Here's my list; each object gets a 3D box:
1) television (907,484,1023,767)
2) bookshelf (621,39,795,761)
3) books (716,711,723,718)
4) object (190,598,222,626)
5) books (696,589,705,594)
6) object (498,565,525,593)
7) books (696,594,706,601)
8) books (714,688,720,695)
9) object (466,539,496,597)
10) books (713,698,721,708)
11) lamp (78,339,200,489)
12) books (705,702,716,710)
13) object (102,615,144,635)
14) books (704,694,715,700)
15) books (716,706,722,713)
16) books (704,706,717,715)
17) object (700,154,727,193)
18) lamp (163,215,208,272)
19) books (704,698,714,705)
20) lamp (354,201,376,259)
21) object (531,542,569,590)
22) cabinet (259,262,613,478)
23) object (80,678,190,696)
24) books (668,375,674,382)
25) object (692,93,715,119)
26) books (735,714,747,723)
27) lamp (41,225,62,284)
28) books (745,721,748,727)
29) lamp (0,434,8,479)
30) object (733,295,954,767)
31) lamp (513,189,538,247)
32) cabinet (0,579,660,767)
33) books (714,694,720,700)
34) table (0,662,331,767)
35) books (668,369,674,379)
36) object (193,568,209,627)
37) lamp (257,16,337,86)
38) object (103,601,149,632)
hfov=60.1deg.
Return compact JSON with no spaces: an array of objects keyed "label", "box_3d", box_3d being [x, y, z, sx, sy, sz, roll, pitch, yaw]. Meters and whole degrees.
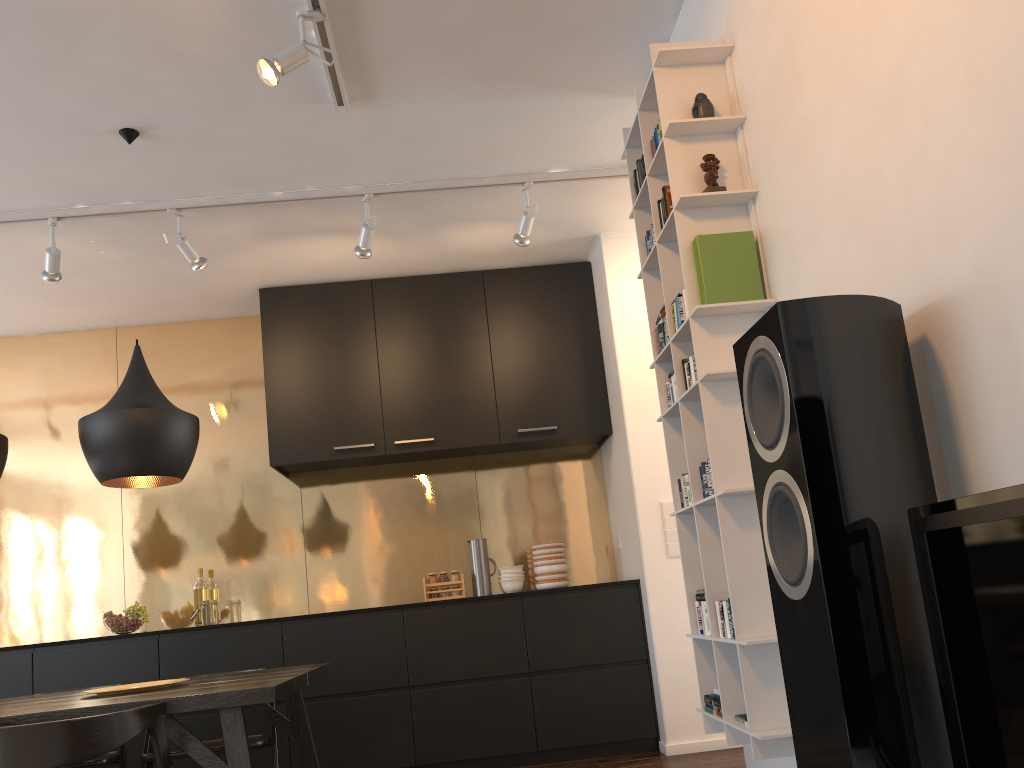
[{"label":"television","box_3d":[0.726,0.394,1.010,0.346,0.592,0.798,-9,-13,14]},{"label":"bookshelf","box_3d":[0.624,0.031,2.729,0.227,2.047,0.648,-5,-10,-4]},{"label":"books","box_3d":[0.655,0.980,2.627,0.069,0.016,0.109,-5,-14,-4]},{"label":"object","box_3d":[-1.731,1.293,5.004,0.176,0.149,0.089,0,-12,-26]},{"label":"books","box_3d":[0.643,0.652,2.797,0.093,0.012,0.113,-5,-14,-4]},{"label":"object","box_3d":[0.003,1.154,5.217,0.158,0.158,0.155,-11,-13,23]},{"label":"books","box_3d":[0.628,0.671,2.794,0.069,0.022,0.109,-5,-14,-4]},{"label":"books","box_3d":[0.647,0.914,2.630,0.069,0.013,0.093,-5,-14,-4]},{"label":"object","box_3d":[-0.175,1.096,5.275,0.164,0.335,0.116,-6,-10,-1]},{"label":"books","box_3d":[0.647,0.948,2.632,0.069,0.022,0.109,-5,-14,-4]},{"label":"lamp","box_3d":[-1.371,0.096,3.257,0.415,0.534,0.412,-17,-15,42]},{"label":"books","box_3d":[0.646,0.994,2.743,0.069,0.013,0.093,-5,-14,-4]},{"label":"object","box_3d":[-2.097,1.308,4.789,0.221,0.095,0.219,-18,-18,42]},{"label":"books","box_3d":[0.644,0.971,2.744,0.069,0.008,0.109,-5,-14,-4]},{"label":"books","box_3d":[0.651,0.964,2.622,0.069,0.013,0.093,-5,-14,-4]},{"label":"books","box_3d":[0.646,1.008,2.741,0.074,0.014,0.100,-5,-14,-4]},{"label":"object","box_3d":[0.578,-0.600,2.554,0.064,0.138,0.046,-4,-10,-13]},{"label":"lamp","box_3d":[-1.026,0.247,4.621,0.089,1.822,1.847,-12,-13,29]},{"label":"books","box_3d":[0.643,0.982,2.747,0.069,0.015,0.094,-5,-14,-4]},{"label":"lamp","box_3d":[-0.668,-0.729,4.138,0.085,0.236,0.254,0,-13,-33]},{"label":"object","box_3d":[0.227,1.078,5.219,0.198,0.261,0.200,0,-13,-29]},{"label":"cabinet","box_3d":[-0.456,-0.079,5.340,1.954,1.037,0.539,-5,-11,-4]},{"label":"object","box_3d":[-1.316,1.064,3.096,0.356,0.016,0.361,-6,-14,-1]},{"label":"books","box_3d":[0.573,-0.027,2.915,0.093,0.012,0.113,-5,-14,-4]},{"label":"object","box_3d":[0.559,-0.803,2.589,0.060,0.099,0.065,-1,-12,-27]},{"label":"books","box_3d":[0.693,0.946,2.506,0.093,0.012,0.113,-5,-14,-4]},{"label":"lamp","box_3d":[-2.086,-0.601,4.038,0.085,0.236,0.254,2,-14,-37]},{"label":"books","box_3d":[0.678,0.921,2.391,0.069,0.013,0.093,-5,-14,-4]},{"label":"lamp","box_3d":[-2.064,0.159,3.209,0.411,0.534,0.416,0,-13,-27]},{"label":"object","box_3d":[0.661,0.357,1.663,0.280,0.989,0.299,-5,-10,-4]},{"label":"lamp","box_3d":[0.079,-0.797,4.191,0.085,0.236,0.254,-1,-13,-28]},{"label":"cabinet","box_3d":[-1.797,1.796,4.839,5.060,0.889,0.743,-5,-11,-4]},{"label":"books","box_3d":[0.648,0.928,2.628,0.069,0.013,0.093,-5,-14,-4]},{"label":"table","box_3d":[-1.924,1.451,2.956,2.499,0.670,1.123,-5,-13,-4]},{"label":"books","box_3d":[0.575,-0.042,2.920,0.096,0.022,0.113,-5,-14,-4]},{"label":"object","box_3d":[-1.817,1.248,5.172,0.092,0.335,0.093,1,-12,-37]},{"label":"lamp","box_3d":[-0.685,-1.052,2.808,0.250,0.237,0.086,-1,-11,-22]},{"label":"object","box_3d":[-2.089,1.267,4.783,0.239,0.170,0.180,-2,-13,-19]}]
